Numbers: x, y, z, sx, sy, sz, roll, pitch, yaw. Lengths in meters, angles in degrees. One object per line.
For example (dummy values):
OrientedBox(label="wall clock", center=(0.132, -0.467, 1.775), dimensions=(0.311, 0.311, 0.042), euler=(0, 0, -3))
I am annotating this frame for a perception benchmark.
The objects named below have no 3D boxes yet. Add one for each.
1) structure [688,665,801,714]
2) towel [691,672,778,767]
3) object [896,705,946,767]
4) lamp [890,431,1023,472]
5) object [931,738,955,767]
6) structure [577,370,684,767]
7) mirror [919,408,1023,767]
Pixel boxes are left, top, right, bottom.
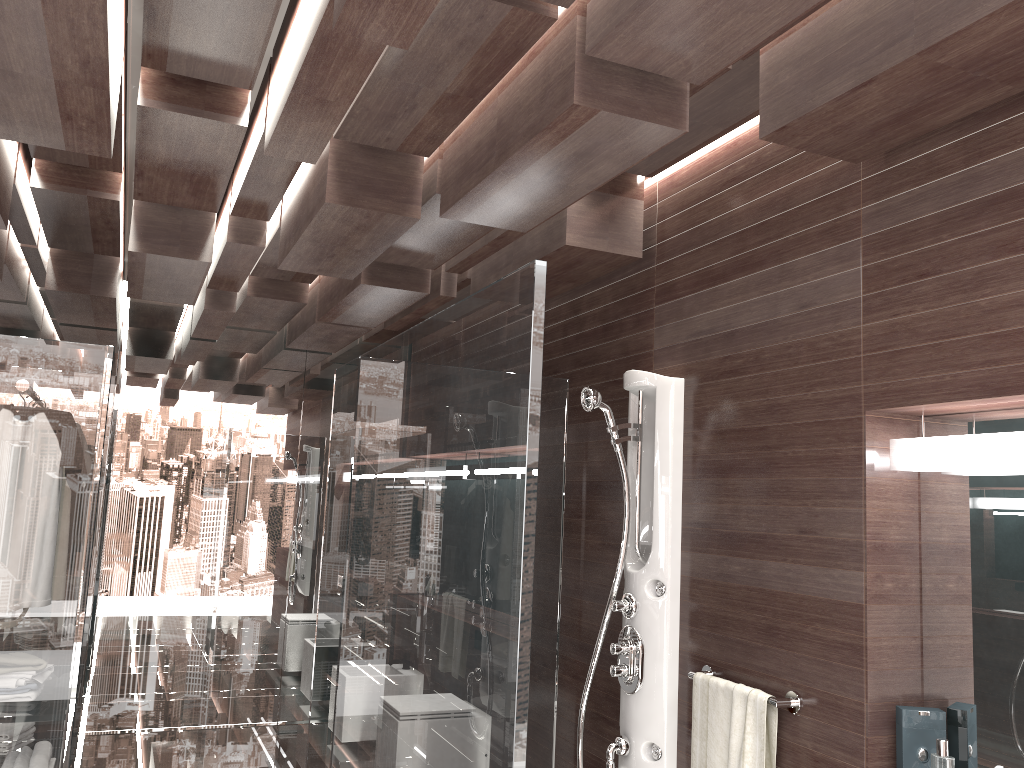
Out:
OrientedBox(label="structure", center=(0.674, 0.904, 2.636), dimensions=(0.071, 0.061, 0.455), euler=(6, -8, -23))
OrientedBox(label="towel", center=(0.637, 1.086, 2.596), dimensions=(0.097, 0.414, 0.352), euler=(7, -9, -30))
OrientedBox(label="object", center=(1.021, 0.900, 2.213), dimensions=(0.105, 0.173, 0.048), euler=(2, -8, 5))
OrientedBox(label="lamp", center=(1.214, 0.139, 1.899), dimensions=(0.082, 0.082, 0.950), euler=(6, -8, -23))
OrientedBox(label="object", center=(0.997, 0.895, 2.052), dimensions=(0.027, 0.139, 0.052), euler=(9, -10, -38))
OrientedBox(label="structure", center=(0.386, 0.731, 3.159), dimensions=(0.354, 1.560, 0.323), euler=(3, -8, -3))
OrientedBox(label="mirror", center=(-1.415, 0.509, 2.943), dimensions=(4.126, 0.916, 5.081), euler=(6, -8, -23))
